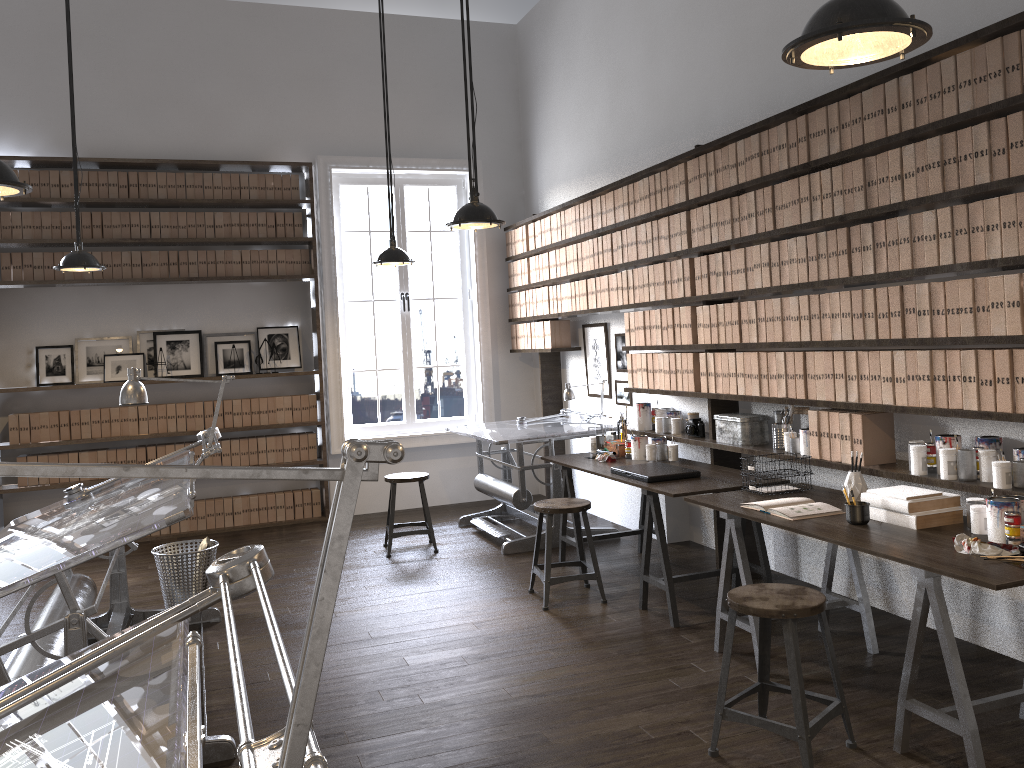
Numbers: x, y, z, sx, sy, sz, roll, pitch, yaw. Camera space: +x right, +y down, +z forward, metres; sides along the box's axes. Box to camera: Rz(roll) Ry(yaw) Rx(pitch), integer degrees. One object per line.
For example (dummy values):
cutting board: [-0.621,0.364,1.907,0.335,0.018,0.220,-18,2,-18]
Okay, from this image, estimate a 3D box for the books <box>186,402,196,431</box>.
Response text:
books: [-2.612,0.262,7.200,0.067,0.226,0.174,-3,1,-20]

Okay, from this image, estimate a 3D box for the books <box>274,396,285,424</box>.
books: [-1.957,0.218,7.442,0.067,0.225,0.174,-3,1,-20]

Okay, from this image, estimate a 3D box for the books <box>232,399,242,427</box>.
books: [-2.275,0.240,7.325,0.067,0.225,0.174,-3,1,-20]

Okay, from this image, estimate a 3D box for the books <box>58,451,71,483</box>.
books: [-3.474,0.643,6.885,0.067,0.225,0.174,-3,1,-20]

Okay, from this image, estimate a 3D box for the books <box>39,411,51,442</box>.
books: [-3.601,0.329,6.846,0.067,0.225,0.174,-3,1,-20]

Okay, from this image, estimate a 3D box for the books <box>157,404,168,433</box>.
books: [-2.816,0.276,7.134,0.067,0.225,0.174,-3,1,-20]

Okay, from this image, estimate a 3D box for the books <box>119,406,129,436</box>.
books: [-3.073,0.293,7.038,0.067,0.225,0.174,-3,1,-20]

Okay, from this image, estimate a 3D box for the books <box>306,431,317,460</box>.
books: [-1.704,0.524,7.525,0.067,0.225,0.174,-3,1,-20]

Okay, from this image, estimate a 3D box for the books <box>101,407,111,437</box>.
books: [-3.200,0.302,6.993,0.067,0.225,0.174,-3,1,-20]

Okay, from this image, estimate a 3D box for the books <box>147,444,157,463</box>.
books: [-2.883,0.604,7.096,0.067,0.226,0.174,-3,1,-20]

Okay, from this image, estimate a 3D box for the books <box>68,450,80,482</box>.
books: [-3.406,0.639,6.906,0.067,0.226,0.174,-3,1,-20]

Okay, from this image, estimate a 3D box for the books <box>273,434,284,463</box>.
books: [-1.964,0.541,7.433,0.067,0.225,0.174,-3,1,-20]

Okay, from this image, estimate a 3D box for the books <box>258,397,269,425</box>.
books: [-2.078,0.226,7.395,0.067,0.226,0.174,-3,1,-20]

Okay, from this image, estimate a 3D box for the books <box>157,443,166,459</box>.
books: [-2.815,0.599,7.126,0.067,0.225,0.174,-3,1,-20]

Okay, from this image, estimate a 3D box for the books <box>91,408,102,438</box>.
books: [-3.267,0.306,6.969,0.067,0.225,0.174,-3,1,-20]

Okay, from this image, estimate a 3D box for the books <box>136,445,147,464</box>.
books: [-2.955,0.608,7.075,0.067,0.225,0.174,-3,1,-20]

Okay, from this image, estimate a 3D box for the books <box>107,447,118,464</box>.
books: [-3.155,0.622,7.002,0.067,0.225,0.174,-3,1,-20]

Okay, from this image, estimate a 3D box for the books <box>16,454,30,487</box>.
books: [-3.739,0.662,6.783,0.067,0.226,0.174,-3,1,-20]

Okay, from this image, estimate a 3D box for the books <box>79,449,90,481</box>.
books: [-3.339,0.634,6.932,0.067,0.225,0.174,-3,1,-20]

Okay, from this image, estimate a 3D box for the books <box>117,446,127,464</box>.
books: [-3.088,0.617,7.026,0.067,0.225,0.174,-3,1,-20]

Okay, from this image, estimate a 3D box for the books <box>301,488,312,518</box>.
books: [-1.743,1.010,7.504,0.067,0.225,0.174,-3,1,-20]

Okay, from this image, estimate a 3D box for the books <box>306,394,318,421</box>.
books: [-1.701,0.201,7.531,0.067,0.226,0.174,-3,1,-20]

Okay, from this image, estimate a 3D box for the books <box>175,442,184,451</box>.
books: [-2.684,0.590,7.170,0.067,0.225,0.174,-3,1,-20]

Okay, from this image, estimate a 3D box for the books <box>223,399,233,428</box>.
books: [-2.343,0.244,7.305,0.067,0.225,0.174,-3,1,-20]

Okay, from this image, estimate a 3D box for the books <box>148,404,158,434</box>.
books: [-2.881,0.280,7.108,0.067,0.225,0.174,-3,1,-20]

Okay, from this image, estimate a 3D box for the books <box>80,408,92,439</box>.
books: [-3.332,0.311,6.941,0.067,0.225,0.174,-3,1,-20]

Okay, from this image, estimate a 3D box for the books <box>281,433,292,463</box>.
books: [-1.900,0.537,7.452,0.067,0.226,0.174,-3,1,-20]

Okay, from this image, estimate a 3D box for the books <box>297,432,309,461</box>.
books: [-1.772,0.528,7.504,0.067,0.225,0.174,-3,1,-20]

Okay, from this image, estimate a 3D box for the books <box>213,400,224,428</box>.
books: [-2.412,0.249,7.274,0.067,0.226,0.174,-3,1,-20]

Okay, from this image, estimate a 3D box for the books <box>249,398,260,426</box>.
books: [-2.143,0.230,7.377,0.067,0.225,0.174,-3,1,-20]

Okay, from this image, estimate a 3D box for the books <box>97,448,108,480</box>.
books: [-3.216,0.626,6.974,0.067,0.226,0.174,-3,1,-20]

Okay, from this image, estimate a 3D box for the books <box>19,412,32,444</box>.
books: [-3.726,0.338,6.795,0.067,0.225,0.174,-3,1,-20]

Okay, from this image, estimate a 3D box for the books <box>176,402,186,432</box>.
books: [-2.680,0.267,7.176,0.067,0.225,0.174,-3,1,-20]

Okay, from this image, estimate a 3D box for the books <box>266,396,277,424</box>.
books: [-2.017,0.222,7.422,0.067,0.225,0.174,-3,1,-20]

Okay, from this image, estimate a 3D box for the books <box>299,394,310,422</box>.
books: [-1.765,0.205,7.516,0.067,0.225,0.174,-3,1,-20]

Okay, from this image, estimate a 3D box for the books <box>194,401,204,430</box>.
books: [-2.554,0.258,7.226,0.067,0.225,0.174,-3,1,-20]

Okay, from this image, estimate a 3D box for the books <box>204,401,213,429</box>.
books: [-2.483,0.253,7.254,0.067,0.225,0.174,-3,1,-20]

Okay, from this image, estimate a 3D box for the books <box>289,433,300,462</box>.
books: [-1.839,0.533,7.480,0.067,0.225,0.174,-3,1,-20]

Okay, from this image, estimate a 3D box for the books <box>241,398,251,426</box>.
books: [-2.210,0.235,7.353,0.067,0.225,0.174,-3,1,-20]

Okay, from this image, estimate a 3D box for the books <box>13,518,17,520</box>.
books: [-3.774,1.147,6.767,0.067,0.225,0.174,-3,1,-20]

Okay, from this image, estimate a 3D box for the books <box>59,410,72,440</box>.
books: [-3.468,0.320,6.890,0.067,0.226,0.174,-3,1,-20]

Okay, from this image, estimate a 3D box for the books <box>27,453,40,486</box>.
books: [-3.671,0.657,6.808,0.067,0.225,0.174,-3,1,-20]

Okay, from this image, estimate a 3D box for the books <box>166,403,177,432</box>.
books: [-2.749,0.272,7.154,0.067,0.225,0.174,-3,1,-20]

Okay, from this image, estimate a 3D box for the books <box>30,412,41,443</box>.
books: [-3.659,0.333,6.820,0.067,0.226,0.174,-3,1,-20]

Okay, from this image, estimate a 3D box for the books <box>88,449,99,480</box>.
books: [-3.281,0.630,6.955,0.067,0.225,0.174,-3,1,-20]

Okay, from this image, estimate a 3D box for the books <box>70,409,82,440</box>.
books: [-3.400,0.315,6.921,0.067,0.225,0.174,-3,1,-20]

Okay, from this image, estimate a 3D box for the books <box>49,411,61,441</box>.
books: [-3.540,0.325,6.870,0.067,0.225,0.174,-3,1,-20]

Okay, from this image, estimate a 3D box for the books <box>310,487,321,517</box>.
books: [-1.671,1.005,7.528,0.067,0.225,0.174,-3,1,-20]

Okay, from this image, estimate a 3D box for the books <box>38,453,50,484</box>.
books: [-3.604,0.652,6.836,0.067,0.225,0.174,-3,1,-20]

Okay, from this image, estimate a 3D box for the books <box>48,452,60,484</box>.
books: [-3.540,0.648,6.863,0.067,0.225,0.174,-3,1,-20]

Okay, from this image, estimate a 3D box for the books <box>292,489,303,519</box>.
books: [-1.810,1.014,7.474,0.067,0.226,0.174,-3,1,-20]

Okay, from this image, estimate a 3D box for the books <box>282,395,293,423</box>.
books: [-1.894,0.214,7.463,0.067,0.226,0.174,-3,1,-20]

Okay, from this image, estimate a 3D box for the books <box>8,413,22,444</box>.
books: [-3.796,0.342,6.774,0.067,0.225,0.174,-3,1,-20]

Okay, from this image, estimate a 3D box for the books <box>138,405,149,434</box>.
books: [-2.945,0.285,7.081,0.067,0.226,0.174,-3,1,-20]

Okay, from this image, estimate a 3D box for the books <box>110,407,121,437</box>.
books: [-3.135,0.298,7.011,0.067,0.226,0.174,-3,1,-20]

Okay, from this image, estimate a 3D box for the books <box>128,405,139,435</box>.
books: [-3.014,0.289,7.058,0.067,0.225,0.174,-3,1,-20]

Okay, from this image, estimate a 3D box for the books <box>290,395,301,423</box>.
books: [-1.830,0.209,7.490,0.067,0.225,0.174,-3,1,-20]
